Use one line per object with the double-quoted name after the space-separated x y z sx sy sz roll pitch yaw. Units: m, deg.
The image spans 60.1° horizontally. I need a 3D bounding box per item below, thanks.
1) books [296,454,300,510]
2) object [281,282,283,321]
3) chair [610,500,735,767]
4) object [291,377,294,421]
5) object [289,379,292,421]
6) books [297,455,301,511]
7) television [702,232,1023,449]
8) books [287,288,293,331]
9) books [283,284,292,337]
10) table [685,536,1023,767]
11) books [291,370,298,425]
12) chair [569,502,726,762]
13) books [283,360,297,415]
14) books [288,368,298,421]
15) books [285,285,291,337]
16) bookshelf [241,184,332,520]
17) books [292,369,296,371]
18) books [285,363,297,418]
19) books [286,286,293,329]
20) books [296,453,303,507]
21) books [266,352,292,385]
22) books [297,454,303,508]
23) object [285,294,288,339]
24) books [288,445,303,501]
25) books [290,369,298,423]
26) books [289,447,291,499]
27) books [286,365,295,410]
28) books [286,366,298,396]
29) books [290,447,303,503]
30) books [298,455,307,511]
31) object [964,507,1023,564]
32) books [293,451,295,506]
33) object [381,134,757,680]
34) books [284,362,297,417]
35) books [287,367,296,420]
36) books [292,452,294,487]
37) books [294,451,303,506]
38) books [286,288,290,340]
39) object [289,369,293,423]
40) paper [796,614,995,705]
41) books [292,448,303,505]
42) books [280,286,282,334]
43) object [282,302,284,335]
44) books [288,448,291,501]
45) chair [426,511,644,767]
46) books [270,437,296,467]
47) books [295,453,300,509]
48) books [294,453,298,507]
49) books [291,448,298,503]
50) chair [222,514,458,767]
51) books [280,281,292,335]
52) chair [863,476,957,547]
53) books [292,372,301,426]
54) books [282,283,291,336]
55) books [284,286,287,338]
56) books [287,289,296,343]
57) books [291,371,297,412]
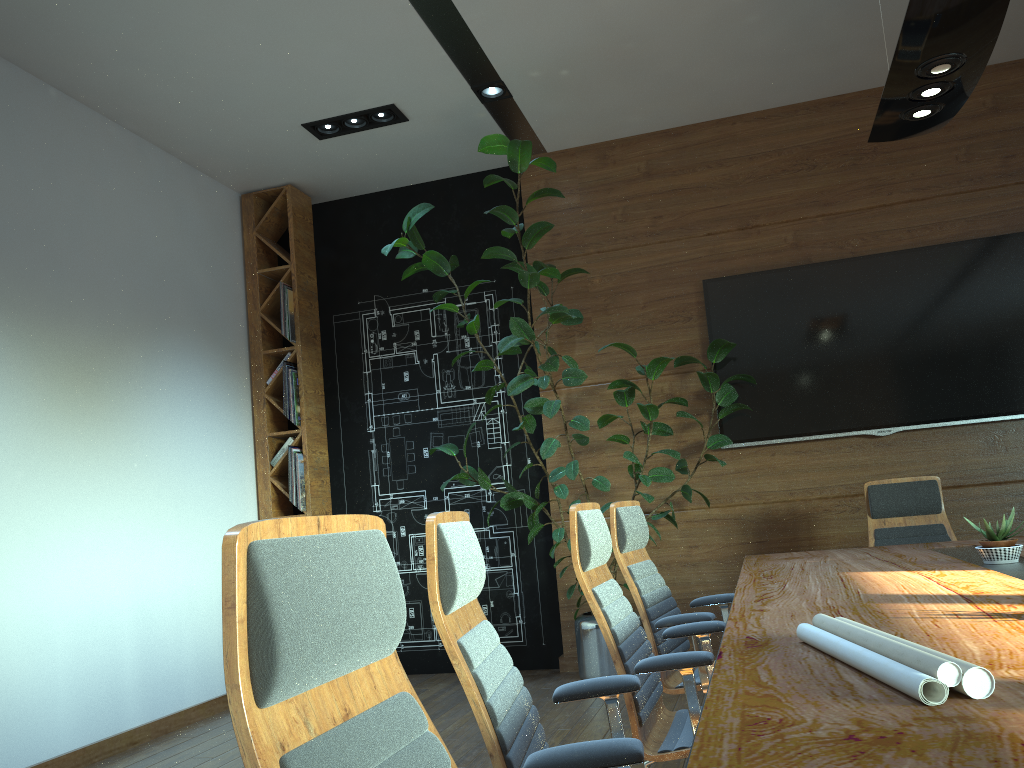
2.308 0.236 5.474 7.909 0.394 0.399 -7 -8 15 "books"
2.197 -1.017 5.604 7.994 0.388 0.399 -7 -8 15 "object"
0.811 1.007 3.565 0.697 1.122 0.708 -8 -7 23 "chair"
-1.529 0.116 6.573 0.006 0.388 0.399 -7 -7 15 "object"
-1.547 0.105 6.573 0.006 0.381 0.386 -7 -7 15 "object"
2.306 0.243 5.466 7.889 0.394 0.399 -7 -8 15 "books"
2.329 -0.246 5.739 2.033 1.175 0.075 -7 -6 15 "television"
2.201 -0.967 5.598 7.884 0.396 0.400 -7 -8 15 "books"
2.196 -1.002 5.593 7.954 0.396 0.393 -7 -8 15 "books"
1.328 0.828 1.587 1.787 0.793 5.565 -7 -9 15 "table"
2.253 -0.366 5.531 7.894 0.394 0.399 -7 -8 15 "books"
0.584 0.903 2.733 0.697 1.122 0.709 -7 -7 16 "chair"
-1.595 0.049 6.586 0.024 0.401 0.392 -7 -7 15 "books"
-1.553 0.098 6.573 0.006 0.387 0.394 -7 -7 15 "books"
2.200 -0.988 5.602 7.925 0.397 0.399 -7 -8 15 "books"
2.283 -0.128 5.538 8.639 3.673 0.320 -7 -6 15 "bookshelf"
-1.541 0.105 6.579 0.006 0.388 0.399 -7 -7 15 "books"
-1.578 0.068 6.578 0.016 0.399 0.388 -7 -7 15 "books"
2.200 -0.982 5.598 7.915 0.394 0.399 -7 -8 15 "books"
2.307 0.230 5.475 7.918 0.397 0.399 -7 -8 15 "books"
2.237 -0.604 5.575 8.428 0.229 0.239 -7 -8 15 "books"
2.307 0.236 5.473 7.901 0.397 0.399 -7 -8 15 "books"
2.200 -0.991 5.601 7.934 0.394 0.399 -7 -8 15 "object"
2.299 0.164 5.472 8.052 0.396 0.393 -7 -8 15 "books"
-1.534 0.110 6.570 0.006 0.391 0.399 -7 -7 15 "books"
2.301 0.177 5.474 8.034 0.386 0.392 -7 -8 15 "books"
-1.571 0.079 6.584 0.016 0.388 0.394 -7 -7 15 "books"
-1.567 0.082 6.580 0.016 0.386 0.392 -7 -7 15 "books"
2.299 0.178 5.468 8.018 0.399 0.388 -7 -7 15 "books"
2.309 0.247 5.473 7.881 0.397 0.399 -7 -8 15 "books"
1.682 0.526 3.078 0.153 0.187 0.178 -5 -7 3 "object"
2.303 0.208 5.470 7.971 0.388 0.400 -7 -8 15 "books"
0.356 0.251 5.840 2.036 3.351 1.690 -1 -8 -33 "object"
-1.586 0.060 6.584 0.023 0.395 0.389 -7 -7 15 "books"
-1.562 0.090 6.575 0.016 0.380 0.397 -7 -7 15 "books"
2.304 0.208 5.472 7.979 0.381 0.402 -7 -8 15 "books"
2.305 0.211 5.476 7.962 0.395 0.400 -7 -8 15 "books"
2.200 -0.971 5.593 7.906 0.381 0.401 -7 -8 15 "books"
-1.540 0.108 6.568 0.006 0.388 0.399 -7 -7 15 "object"
1.329 0.452 2.042 2.241 0.083 0.632 1 -10 -34 "paper"
2.301 0.192 5.468 7.988 0.401 0.392 -7 -8 15 "books"
2.194 -1.026 5.597 8.011 0.388 0.399 -7 -8 15 "books"
2.197 -1.015 5.603 7.986 0.392 0.399 -7 -8 15 "object"
2.300 0.176 5.472 8.043 0.379 0.397 -7 -8 15 "books"
0.215 0.808 1.883 0.696 1.122 0.709 -6 -7 7 "chair"
2.279 0.001 5.469 8.433 0.207 0.176 -7 -7 15 "books"
2.306 0.227 5.473 7.926 0.394 0.399 -7 -8 15 "books"
2.305 0.219 5.469 7.953 0.381 0.401 -7 -8 15 "books"
2.301 0.186 5.470 8.009 0.395 0.389 -7 -8 15 "books"
0.089 0.691 1.024 0.697 1.122 0.709 -7 -7 16 "chair"
2.196 -1.023 5.600 8.003 0.391 0.399 -7 -8 15 "books"
2.114 1.029 4.480 0.707 1.122 0.699 -6 -7 11 "chair"
2.256 -0.357 5.536 7.880 0.388 0.399 -7 -8 15 "books"
2.196 -1.012 5.598 7.978 0.393 0.399 -7 -8 15 "books"
2.197 -0.989 5.592 7.944 0.380 0.397 -7 -8 15 "books"
2.200 -0.961 5.591 7.875 0.388 0.400 -7 -8 15 "books"
2.254 -0.368 5.536 7.902 0.392 0.399 -7 -8 15 "books"
